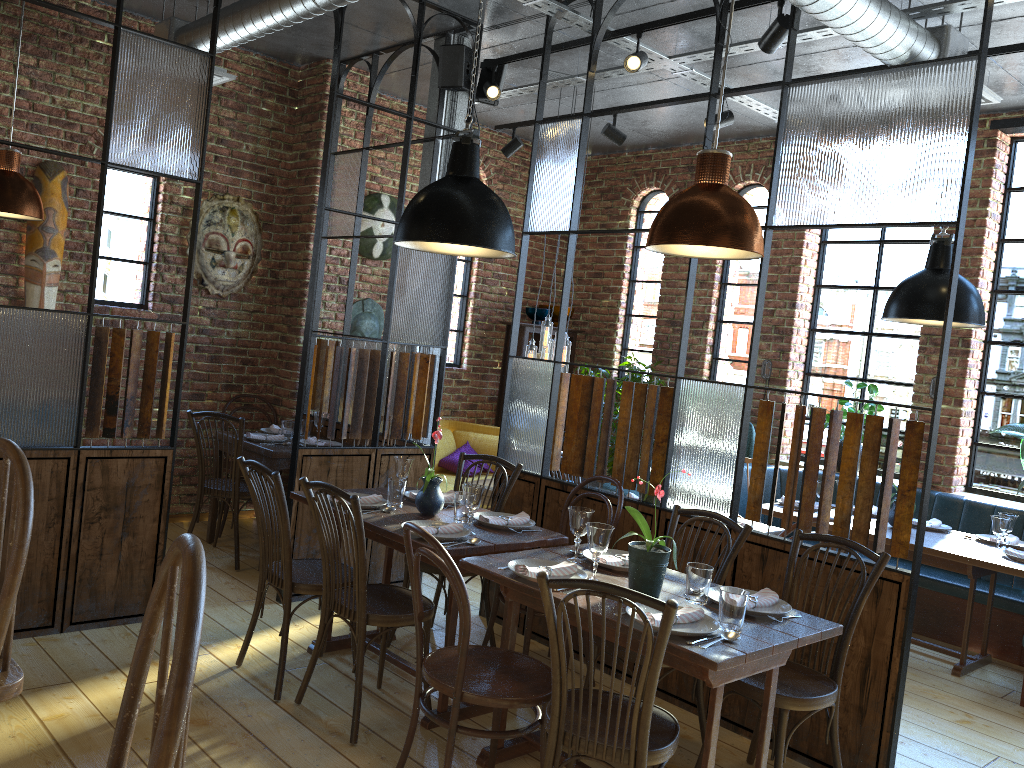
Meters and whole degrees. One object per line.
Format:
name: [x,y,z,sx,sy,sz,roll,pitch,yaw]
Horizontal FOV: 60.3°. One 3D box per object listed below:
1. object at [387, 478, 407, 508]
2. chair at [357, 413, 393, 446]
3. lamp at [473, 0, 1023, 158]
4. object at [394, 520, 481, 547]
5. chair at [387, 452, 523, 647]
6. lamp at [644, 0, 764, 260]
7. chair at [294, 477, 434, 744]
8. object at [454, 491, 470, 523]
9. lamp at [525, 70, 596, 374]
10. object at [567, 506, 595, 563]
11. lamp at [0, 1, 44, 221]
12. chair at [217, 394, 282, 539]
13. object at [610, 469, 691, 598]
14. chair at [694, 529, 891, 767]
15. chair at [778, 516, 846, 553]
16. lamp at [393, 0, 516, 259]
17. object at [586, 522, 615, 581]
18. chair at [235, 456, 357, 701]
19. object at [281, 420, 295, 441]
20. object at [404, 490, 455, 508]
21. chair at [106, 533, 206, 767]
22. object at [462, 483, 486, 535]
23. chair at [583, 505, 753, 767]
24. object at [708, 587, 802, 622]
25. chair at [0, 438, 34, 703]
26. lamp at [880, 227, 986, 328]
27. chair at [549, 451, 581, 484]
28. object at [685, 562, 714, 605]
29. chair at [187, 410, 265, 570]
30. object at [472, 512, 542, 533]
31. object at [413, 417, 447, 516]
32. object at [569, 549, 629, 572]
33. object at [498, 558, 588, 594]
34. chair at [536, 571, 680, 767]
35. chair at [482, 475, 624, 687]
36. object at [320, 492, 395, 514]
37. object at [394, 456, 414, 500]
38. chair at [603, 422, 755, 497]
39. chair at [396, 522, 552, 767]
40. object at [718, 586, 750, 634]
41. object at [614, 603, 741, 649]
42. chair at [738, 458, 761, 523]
object: [-0.509,0.478,3.867,0.088,0.119,0.081,8,3,30]
chair: [-0.957,0.654,5.238,0.471,1.005,0.512,8,3,33]
lamp: [0.009,-1.679,2.601,5.967,0.274,7.579,4,4,-43]
object: [-0.285,0.561,3.404,0.257,0.051,0.340,4,4,-40]
chair: [-0.275,0.812,4.263,0.423,0.914,0.499,8,2,31]
lamp: [0.688,-1.083,2.802,0.380,1.334,0.357,7,2,20]
chair: [-0.552,0.825,3.390,0.496,0.914,0.425,4,3,-43]
object: [-0.206,0.519,3.706,0.088,0.119,0.081,8,3,30]
lamp: [0.265,-1.038,6.091,0.490,2.118,0.296,6,2,-17]
object: [0.244,0.555,3.245,0.095,0.191,0.102,5,2,-23]
lamp: [-2.423,-1.493,4.309,0.386,1.334,0.351,8,3,39]
chair: [-1.817,0.555,6.106,0.424,0.920,0.567,5,2,-22]
object: [0.446,0.477,2.889,0.199,0.426,0.149,6,2,-9]
chair: [0.971,1.003,3.106,0.497,0.914,0.424,5,3,-38]
chair: [1.142,0.982,3.920,0.424,0.920,0.567,5,2,-22]
lamp: [-0.170,-1.226,3.726,0.507,1.325,0.551,5,2,-31]
object: [0.287,0.573,2.978,0.099,0.191,0.097,6,2,4]
chair: [-0.882,0.775,3.677,0.497,0.914,0.424,5,3,-38]
object: [-1.424,0.295,5.591,0.083,0.119,0.086,6,2,-12]
object: [-0.379,0.517,4.098,0.257,0.051,0.340,4,4,-40]
chair: [-0.653,0.790,1.156,0.398,1.194,0.450,5,2,-24]
object: [-0.161,0.499,3.501,0.095,0.191,0.102,5,2,-23]
chair: [0.559,0.946,3.367,0.497,0.914,0.424,5,3,-38]
object: [0.757,0.699,2.887,0.257,0.051,0.340,4,4,-40]
chair: [-1.219,0.701,1.718,0.456,1.194,0.393,8,3,41]
lamp: [2.471,-1.004,5.005,0.510,1.325,0.549,5,2,-26]
chair: [0.393,0.858,4.787,0.547,0.914,0.386,8,3,42]
object: [0.603,0.648,2.857,0.086,0.119,0.083,7,2,9]
chair: [-1.711,0.606,5.306,0.414,0.914,0.511,7,2,11]
object: [-0.047,0.570,3.754,0.257,0.051,0.340,4,4,-40]
object: [-0.342,0.346,3.787,0.132,0.431,0.226,5,2,-25]
object: [0.384,0.640,3.270,0.257,0.051,0.340,4,4,-40]
object: [0.131,0.628,2.960,0.257,0.051,0.340,4,4,-40]
chair: [0.269,0.958,2.494,0.419,0.914,0.504,7,2,21]
chair: [0.185,0.873,4.033,0.530,0.920,0.454,5,2,-26]
object: [-0.663,0.500,3.817,0.257,0.051,0.340,4,4,-40]
object: [-0.508,0.434,4.061,0.096,0.191,0.101,6,2,-18]
chair: [1.246,0.768,6.708,1.003,1.097,0.831,5,2,-19]
chair: [-0.117,0.902,2.796,0.530,0.920,0.454,5,2,-26]
object: [0.649,0.666,2.596,0.087,0.119,0.081,7,2,23]
object: [0.483,0.685,2.576,0.257,0.051,0.340,4,4,-40]
chair: [1.127,0.900,4.792,0.553,1.005,0.437,7,2,19]
